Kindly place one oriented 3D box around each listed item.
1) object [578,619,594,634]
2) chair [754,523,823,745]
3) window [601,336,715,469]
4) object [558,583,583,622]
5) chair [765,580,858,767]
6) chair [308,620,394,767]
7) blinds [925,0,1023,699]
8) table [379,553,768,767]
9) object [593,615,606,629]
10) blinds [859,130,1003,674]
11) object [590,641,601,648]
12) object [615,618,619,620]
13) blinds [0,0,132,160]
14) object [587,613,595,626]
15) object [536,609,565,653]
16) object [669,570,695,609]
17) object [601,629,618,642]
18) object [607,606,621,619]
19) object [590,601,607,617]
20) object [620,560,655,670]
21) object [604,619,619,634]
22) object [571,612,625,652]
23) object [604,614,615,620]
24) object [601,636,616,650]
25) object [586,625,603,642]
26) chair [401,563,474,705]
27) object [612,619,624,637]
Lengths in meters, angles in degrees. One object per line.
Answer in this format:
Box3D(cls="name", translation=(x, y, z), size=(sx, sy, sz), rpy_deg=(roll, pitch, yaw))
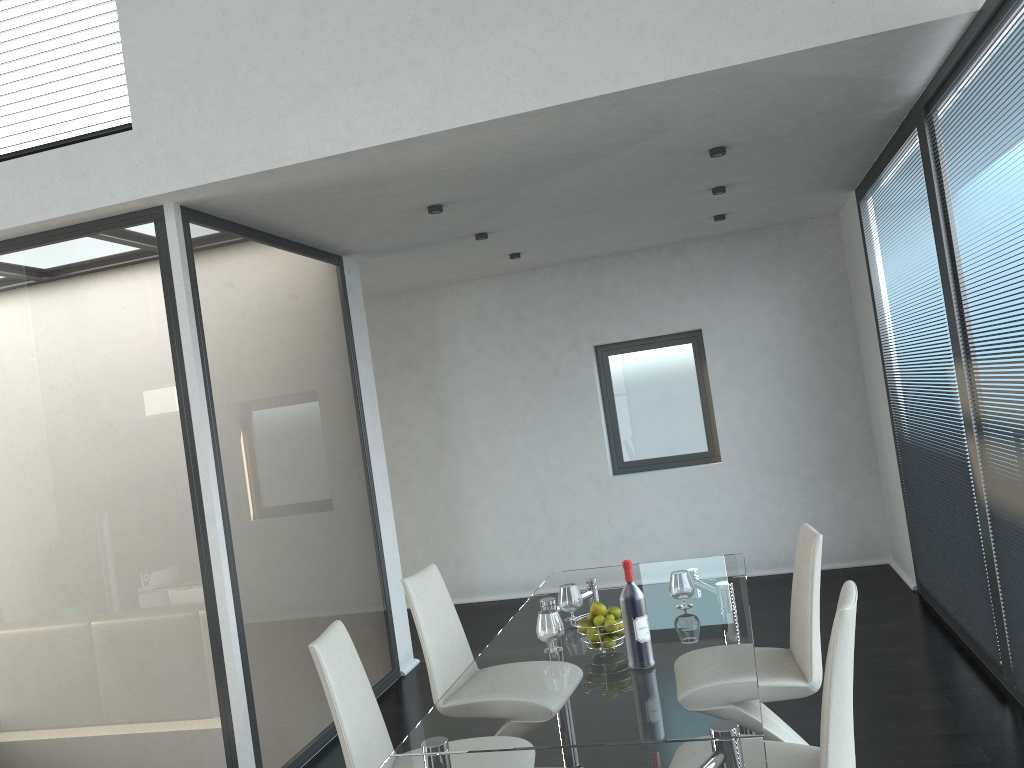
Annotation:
Box3D(cls="object", translation=(0.244, 0.805, 2.938), size=(0.055, 0.048, 0.054), rpy_deg=(-8, -2, 7))
Box3D(cls="chair", translation=(0.924, 1.064, 3.377), size=(0.612, 0.959, 0.471), rpy_deg=(-8, -2, 8))
Box3D(cls="window", translation=(1.212, 0.159, 7.392), size=(0.800, 1.000, 0.050), rpy_deg=(-9, -2, 13))
Box3D(cls="object", translation=(0.226, 0.843, 3.427), size=(0.098, 0.132, 0.098), rpy_deg=(-9, -2, 33))
Box3D(cls="chair", translation=(0.699, 1.070, 2.448), size=(0.612, 0.959, 0.471), rpy_deg=(-9, -2, 23))
Box3D(cls="chair", translation=(-0.243, 1.216, 2.769), size=(0.612, 0.959, 0.471), rpy_deg=(-8, -2, 3))
Box3D(cls="blinds", translation=(1.796, 0.078, 2.981), size=(0.018, 2.537, 1.874), rpy_deg=(-9, -2, 13))
Box3D(cls="table", translation=(0.389, 1.244, 3.005), size=(0.940, 0.731, 2.720), rpy_deg=(-9, -2, 13))
Box3D(cls="object", translation=(0.287, 0.779, 2.903), size=(0.040, 0.043, 0.044), rpy_deg=(-9, -2, 28))
Box3D(cls="blinds", translation=(2.269, 0.065, 4.953), size=(0.018, 2.537, 1.787), rpy_deg=(-9, -2, 13))
Box3D(cls="object", translation=(0.278, 0.859, 2.939), size=(0.038, 0.038, 0.038), rpy_deg=(-9, -2, 17))
Box3D(cls="object", translation=(0.356, 0.802, 2.956), size=(0.040, 0.040, 0.039), rpy_deg=(-8, -2, 5))
Box3D(cls="blinds", translation=(-2.249, -1.753, 4.101), size=(1.076, 1.372, 0.048), rpy_deg=(-9, -2, 13))
Box3D(cls="object", translation=(0.280, 0.788, 2.979), size=(0.055, 0.054, 0.050), rpy_deg=(-8, -2, -17))
Box3D(cls="object", translation=(0.132, 0.846, 3.039), size=(0.098, 0.132, 0.098), rpy_deg=(-9, -2, 33))
Box3D(cls="object", translation=(0.647, 0.781, 3.374), size=(0.098, 0.132, 0.098), rpy_deg=(-9, -2, 33))
Box3D(cls="object", translation=(0.323, 0.842, 2.958), size=(0.059, 0.056, 0.061), rpy_deg=(-7, -2, -32))
Box3D(cls="object", translation=(0.342, 0.767, 2.975), size=(0.047, 0.045, 0.047), rpy_deg=(-9, -2, 14))
Box3D(cls="object", translation=(0.287, 0.750, 2.945), size=(0.055, 0.056, 0.055), rpy_deg=(-9, -2, 13))
Box3D(cls="object", translation=(0.375, 0.703, 2.717), size=(0.082, 0.326, 0.082), rpy_deg=(-9, -2, 34))
Box3D(cls="object", translation=(0.323, 0.786, 2.878), size=(0.047, 0.048, 0.047), rpy_deg=(-8, -2, -24))
Box3D(cls="object", translation=(0.303, 0.828, 2.935), size=(0.206, 0.105, 0.206), rpy_deg=(-7, -2, -32))
Box3D(cls="object", translation=(0.322, 0.782, 2.943), size=(0.040, 0.038, 0.040), rpy_deg=(-8, -2, -16))
Box3D(cls="object", translation=(0.316, 0.847, 2.903), size=(0.048, 0.048, 0.048), rpy_deg=(-9, -2, 25))
Box3D(cls="object", translation=(0.268, 0.816, 2.896), size=(0.053, 0.055, 0.054), rpy_deg=(-8, -2, -22))
Box3D(cls="chair", translation=(-0.059, 1.212, 3.593), size=(0.612, 0.959, 0.471), rpy_deg=(-9, -2, 18))
Box3D(cls="object", translation=(0.346, 0.801, 2.915), size=(0.058, 0.058, 0.058), rpy_deg=(-8, -2, -20))
